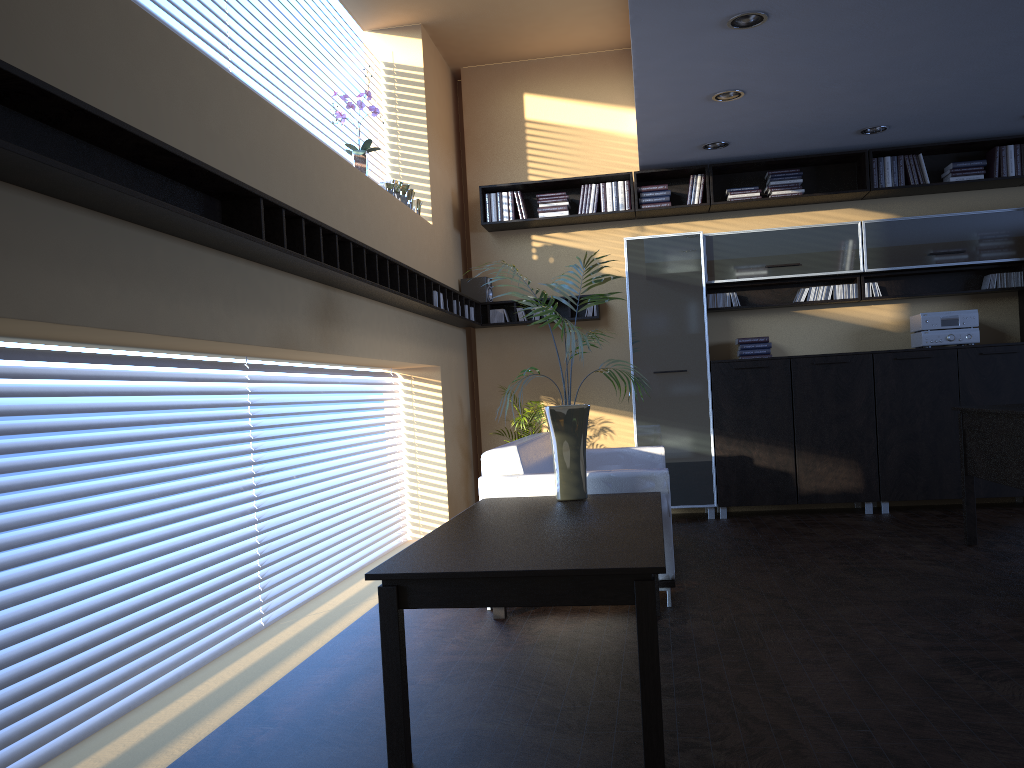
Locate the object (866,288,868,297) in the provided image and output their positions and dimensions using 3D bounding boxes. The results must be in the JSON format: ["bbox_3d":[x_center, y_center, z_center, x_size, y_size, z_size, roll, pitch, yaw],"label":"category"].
[{"bbox_3d":[2.980,-0.785,7.488,0.009,0.120,0.142,-3,0,9],"label":"object"}]

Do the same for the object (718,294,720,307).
[{"bbox_3d":[1.788,-0.716,7.677,0.006,0.118,0.140,-3,0,9],"label":"object"}]

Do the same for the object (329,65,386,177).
[{"bbox_3d":[-0.978,-1.634,5.661,0.351,0.695,0.437,-3,0,-12],"label":"object"}]

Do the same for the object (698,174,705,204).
[{"bbox_3d":[1.624,-1.650,7.612,0.075,0.260,0.207,-3,0,9],"label":"object"}]

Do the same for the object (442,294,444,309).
[{"bbox_3d":[-0.579,-0.600,6.591,0.142,0.118,0.040,-3,0,9],"label":"object"}]

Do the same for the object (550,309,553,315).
[{"bbox_3d":[0.360,-0.633,7.911,0.030,0.120,0.142,-3,0,9],"label":"object"}]

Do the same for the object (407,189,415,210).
[{"bbox_3d":[-0.798,-1.366,6.678,0.137,0.173,0.144,-3,0,-1],"label":"object"}]

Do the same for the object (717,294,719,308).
[{"bbox_3d":[1.778,-0.716,7.679,0.009,0.120,0.142,-3,0,9],"label":"object"}]

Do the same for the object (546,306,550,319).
[{"bbox_3d":[0.330,-0.631,7.915,0.030,0.120,0.142,-3,0,9],"label":"object"}]

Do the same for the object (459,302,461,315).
[{"bbox_3d":[-0.485,-0.598,7.142,0.140,0.117,0.026,-3,1,9],"label":"object"}]

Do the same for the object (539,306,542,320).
[{"bbox_3d":[0.255,-0.627,7.927,0.030,0.124,0.142,-3,0,9],"label":"object"}]

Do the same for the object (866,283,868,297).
[{"bbox_3d":[2.981,-0.785,7.486,0.006,0.118,0.140,-3,0,9],"label":"object"}]

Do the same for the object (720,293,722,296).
[{"bbox_3d":[1.807,-0.717,7.675,0.009,0.120,0.142,-3,0,9],"label":"object"}]

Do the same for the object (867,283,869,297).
[{"bbox_3d":[2.990,-0.786,7.482,0.009,0.120,0.142,-3,0,9],"label":"object"}]

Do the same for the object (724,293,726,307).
[{"bbox_3d":[1.837,-0.719,7.670,0.009,0.120,0.142,-3,0,9],"label":"object"}]

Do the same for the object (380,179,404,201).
[{"bbox_3d":[-0.854,-1.361,6.325,0.126,0.160,0.133,-3,0,29],"label":"object"}]

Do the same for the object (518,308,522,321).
[{"bbox_3d":[0.079,-0.617,7.956,0.030,0.120,0.142,-3,0,9],"label":"object"}]

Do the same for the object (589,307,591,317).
[{"bbox_3d":[0.695,-0.652,7.857,0.030,0.120,0.142,-3,0,9],"label":"object"}]

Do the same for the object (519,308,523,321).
[{"bbox_3d":[0.089,-0.617,7.954,0.030,0.120,0.142,-3,0,9],"label":"object"}]

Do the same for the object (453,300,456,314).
[{"bbox_3d":[-0.513,-0.598,6.991,0.142,0.118,0.040,-3,0,9],"label":"object"}]

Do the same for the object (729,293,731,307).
[{"bbox_3d":[1.878,-0.721,7.667,0.009,0.120,0.142,-3,0,9],"label":"object"}]

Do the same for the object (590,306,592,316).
[{"bbox_3d":[0.705,-0.653,7.855,0.030,0.120,0.142,-3,0,9],"label":"object"}]

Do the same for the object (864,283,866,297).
[{"bbox_3d":[2.970,-0.785,7.489,0.009,0.120,0.142,-3,0,9],"label":"object"}]

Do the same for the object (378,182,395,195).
[{"bbox_3d":[-0.874,-1.339,6.195,0.094,0.113,0.089,-3,0,44],"label":"object"}]

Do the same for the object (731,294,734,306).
[{"bbox_3d":[1.898,-0.722,7.659,0.026,0.117,0.140,-3,0,9],"label":"object"}]

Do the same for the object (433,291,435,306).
[{"bbox_3d":[-0.620,-0.602,6.326,0.142,0.118,0.040,-3,0,9],"label":"object"}]

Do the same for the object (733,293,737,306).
[{"bbox_3d":[1.919,-0.723,7.661,0.030,0.120,0.142,-3,0,9],"label":"object"}]

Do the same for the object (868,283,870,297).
[{"bbox_3d":[3.000,-0.786,7.486,0.009,0.120,0.142,-3,0,9],"label":"object"}]

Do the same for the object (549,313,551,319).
[{"bbox_3d":[0.340,-0.632,7.914,0.030,0.120,0.142,-3,0,9],"label":"object"}]

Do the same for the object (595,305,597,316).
[{"bbox_3d":[0.746,-0.656,7.849,0.009,0.120,0.142,-3,0,9],"label":"object"}]

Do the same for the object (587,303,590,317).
[{"bbox_3d":[0.685,-0.652,7.858,0.030,0.120,0.142,-3,0,9],"label":"object"}]

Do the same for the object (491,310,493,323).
[{"bbox_3d":[-0.170,-0.603,7.996,0.009,0.120,0.142,-3,0,9],"label":"object"}]

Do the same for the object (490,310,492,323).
[{"bbox_3d":[-0.180,-0.602,7.997,0.009,0.120,0.142,-3,0,9],"label":"object"}]

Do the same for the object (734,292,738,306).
[{"bbox_3d":[1.928,-0.724,7.653,0.030,0.120,0.142,-3,0,9],"label":"object"}]

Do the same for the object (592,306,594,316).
[{"bbox_3d":[0.716,-0.653,7.853,0.030,0.124,0.142,-3,0,9],"label":"object"}]

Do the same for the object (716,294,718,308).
[{"bbox_3d":[1.768,-0.715,7.683,0.009,0.120,0.142,-3,0,9],"label":"object"}]

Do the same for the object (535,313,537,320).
[{"bbox_3d":[0.224,-0.625,7.932,0.030,0.120,0.142,-3,0,9],"label":"object"}]

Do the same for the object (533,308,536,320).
[{"bbox_3d":[0.209,-0.623,7.935,0.040,0.118,0.142,-3,0,9],"label":"object"}]

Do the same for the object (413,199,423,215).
[{"bbox_3d":[-0.762,-1.352,6.904,0.117,0.149,0.124,-3,0,9],"label":"object"}]

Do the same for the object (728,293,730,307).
[{"bbox_3d":[1.867,-0.721,7.664,0.009,0.120,0.142,-3,0,9],"label":"object"}]

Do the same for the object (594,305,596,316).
[{"bbox_3d":[0.736,-0.655,7.850,0.009,0.120,0.142,-3,0,9],"label":"object"}]

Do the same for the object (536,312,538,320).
[{"bbox_3d":[0.234,-0.626,7.931,0.030,0.120,0.142,-3,0,9],"label":"object"}]

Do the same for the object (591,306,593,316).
[{"bbox_3d":[0.715,-0.653,7.853,0.030,0.120,0.142,-3,0,9],"label":"object"}]

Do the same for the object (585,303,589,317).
[{"bbox_3d":[0.670,-0.650,7.861,0.040,0.118,0.142,-3,0,9],"label":"object"}]

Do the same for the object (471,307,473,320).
[{"bbox_3d":[-0.411,-0.595,7.610,0.142,0.120,0.009,-3,1,9],"label":"object"}]

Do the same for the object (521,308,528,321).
[{"bbox_3d":[0.114,-0.618,7.950,0.040,0.118,0.142,-3,0,9],"label":"object"}]

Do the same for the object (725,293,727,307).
[{"bbox_3d":[1.847,-0.720,7.668,0.009,0.120,0.142,-3,0,9],"label":"object"}]

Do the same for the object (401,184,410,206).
[{"bbox_3d":[-0.830,-1.367,6.502,0.137,0.173,0.144,-3,0,-31],"label":"object"}]

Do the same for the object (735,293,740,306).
[{"bbox_3d":[1.943,-0.724,7.654,0.040,0.118,0.142,-3,0,9],"label":"object"}]

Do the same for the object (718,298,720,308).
[{"bbox_3d":[1.788,-0.716,7.679,0.009,0.120,0.142,-3,0,9],"label":"object"}]

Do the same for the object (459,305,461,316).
[{"bbox_3d":[-0.489,-0.598,7.121,0.142,0.120,0.030,-3,1,9],"label":"object"}]

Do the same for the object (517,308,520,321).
[{"bbox_3d":[0.069,-0.616,7.957,0.030,0.120,0.142,-3,0,9],"label":"object"}]

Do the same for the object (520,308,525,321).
[{"bbox_3d":[0.099,-0.618,7.952,0.030,0.120,0.142,-3,0,9],"label":"object"}]

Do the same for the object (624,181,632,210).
[{"bbox_3d":[1.009,-1.614,7.707,0.050,0.258,0.207,-3,0,9],"label":"object"}]

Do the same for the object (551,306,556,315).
[{"bbox_3d":[0.375,-0.633,7.908,0.040,0.118,0.142,-3,0,9],"label":"object"}]

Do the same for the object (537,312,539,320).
[{"bbox_3d":[0.245,-0.626,7.929,0.030,0.120,0.142,-3,0,9],"label":"object"}]

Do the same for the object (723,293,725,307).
[{"bbox_3d":[1.828,-0.718,7.674,0.009,0.120,0.142,-3,0,9],"label":"object"}]

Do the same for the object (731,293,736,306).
[{"bbox_3d":[1.908,-0.723,7.659,0.030,0.120,0.142,-3,0,9],"label":"object"}]

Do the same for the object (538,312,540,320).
[{"bbox_3d":[0.255,-0.627,7.927,0.030,0.120,0.142,-3,0,9],"label":"object"}]
